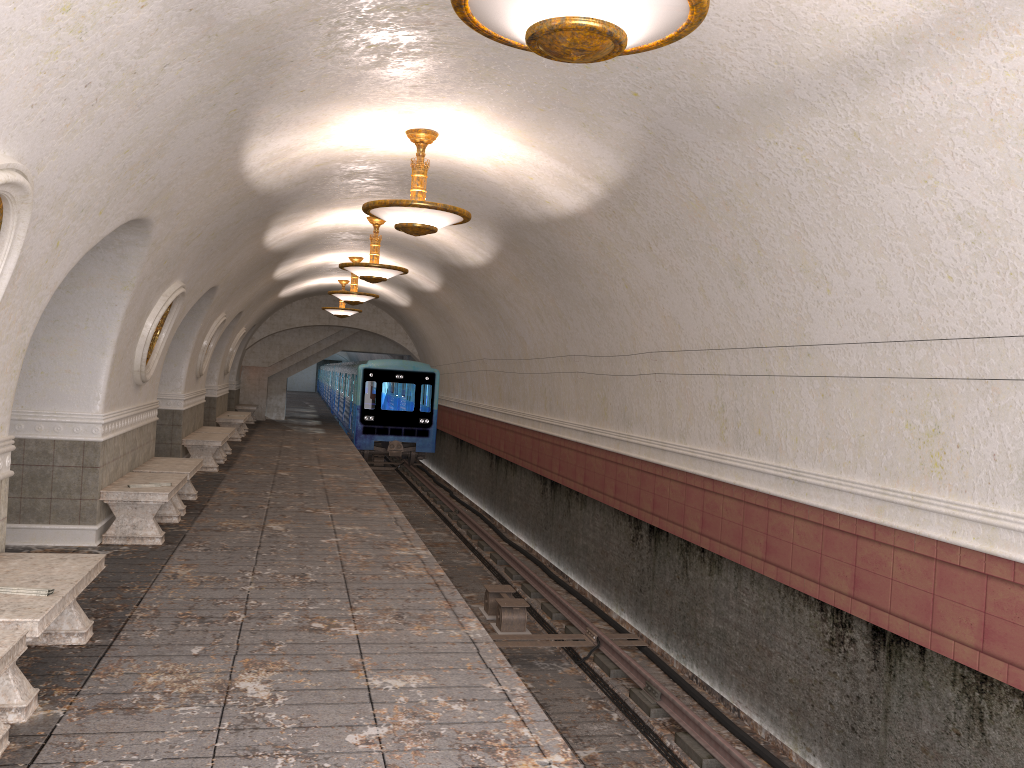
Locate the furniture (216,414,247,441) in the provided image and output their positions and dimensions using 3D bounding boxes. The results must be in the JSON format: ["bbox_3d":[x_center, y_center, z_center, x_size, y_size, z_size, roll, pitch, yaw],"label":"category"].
[{"bbox_3d":[-6.553,1.020,20.727,0.613,0.508,1.509,4,0,-14],"label":"furniture"}]

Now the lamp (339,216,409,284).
[{"bbox_3d":[-1.993,-1.935,12.898,1.008,0.955,1.008,4,0,2],"label":"lamp"}]

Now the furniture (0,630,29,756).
[{"bbox_3d":[-2.339,1.370,3.239,0.613,0.508,1.509,4,0,-14],"label":"furniture"}]

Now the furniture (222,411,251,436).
[{"bbox_3d":[-6.947,0.988,22.362,0.613,0.508,1.509,4,0,-14],"label":"furniture"}]

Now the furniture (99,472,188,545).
[{"bbox_3d":[-3.746,1.253,9.080,0.613,0.508,1.509,4,0,-14],"label":"furniture"}]

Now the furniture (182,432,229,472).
[{"bbox_3d":[-5.157,1.136,14.932,0.613,0.508,1.509,4,0,-14],"label":"furniture"}]

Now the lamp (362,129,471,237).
[{"bbox_3d":[-0.862,-1.841,8.204,1.008,0.955,1.008,3,0,-30],"label":"lamp"}]

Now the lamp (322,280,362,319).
[{"bbox_3d":[-4.256,-2.122,22.286,1.008,0.955,1.008,4,0,32],"label":"lamp"}]

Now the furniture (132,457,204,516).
[{"bbox_3d":[-4.140,1.220,10.714,0.613,0.508,1.509,4,0,-14],"label":"furniture"}]

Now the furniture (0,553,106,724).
[{"bbox_3d":[-2.733,1.337,4.874,0.613,0.508,1.509,4,0,-14],"label":"furniture"}]

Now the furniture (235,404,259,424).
[{"bbox_3d":[-8.029,0.898,26.853,0.613,0.508,1.509,4,0,-14],"label":"furniture"}]

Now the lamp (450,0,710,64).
[{"bbox_3d":[0.277,-1.747,3.478,1.008,0.955,1.008,3,0,-30],"label":"lamp"}]

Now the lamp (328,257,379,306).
[{"bbox_3d":[-3.124,-2.029,17.591,1.008,0.955,1.008,4,0,2],"label":"lamp"}]

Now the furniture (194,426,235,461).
[{"bbox_3d":[-5.550,1.104,16.566,0.613,0.508,1.509,4,0,-14],"label":"furniture"}]
